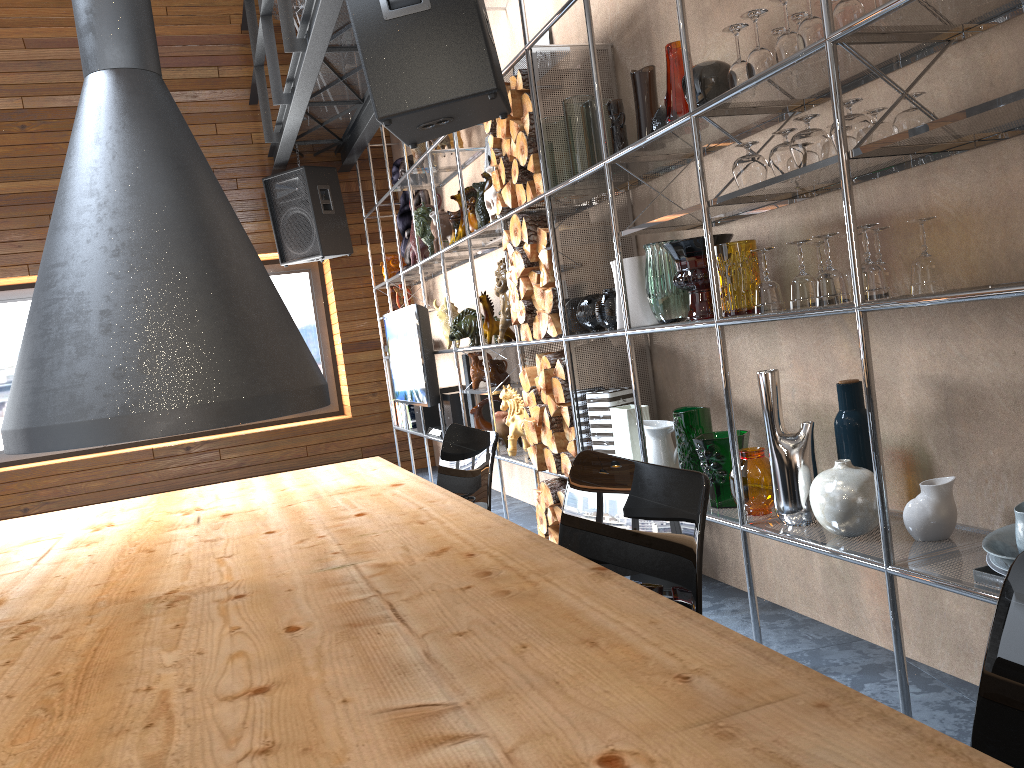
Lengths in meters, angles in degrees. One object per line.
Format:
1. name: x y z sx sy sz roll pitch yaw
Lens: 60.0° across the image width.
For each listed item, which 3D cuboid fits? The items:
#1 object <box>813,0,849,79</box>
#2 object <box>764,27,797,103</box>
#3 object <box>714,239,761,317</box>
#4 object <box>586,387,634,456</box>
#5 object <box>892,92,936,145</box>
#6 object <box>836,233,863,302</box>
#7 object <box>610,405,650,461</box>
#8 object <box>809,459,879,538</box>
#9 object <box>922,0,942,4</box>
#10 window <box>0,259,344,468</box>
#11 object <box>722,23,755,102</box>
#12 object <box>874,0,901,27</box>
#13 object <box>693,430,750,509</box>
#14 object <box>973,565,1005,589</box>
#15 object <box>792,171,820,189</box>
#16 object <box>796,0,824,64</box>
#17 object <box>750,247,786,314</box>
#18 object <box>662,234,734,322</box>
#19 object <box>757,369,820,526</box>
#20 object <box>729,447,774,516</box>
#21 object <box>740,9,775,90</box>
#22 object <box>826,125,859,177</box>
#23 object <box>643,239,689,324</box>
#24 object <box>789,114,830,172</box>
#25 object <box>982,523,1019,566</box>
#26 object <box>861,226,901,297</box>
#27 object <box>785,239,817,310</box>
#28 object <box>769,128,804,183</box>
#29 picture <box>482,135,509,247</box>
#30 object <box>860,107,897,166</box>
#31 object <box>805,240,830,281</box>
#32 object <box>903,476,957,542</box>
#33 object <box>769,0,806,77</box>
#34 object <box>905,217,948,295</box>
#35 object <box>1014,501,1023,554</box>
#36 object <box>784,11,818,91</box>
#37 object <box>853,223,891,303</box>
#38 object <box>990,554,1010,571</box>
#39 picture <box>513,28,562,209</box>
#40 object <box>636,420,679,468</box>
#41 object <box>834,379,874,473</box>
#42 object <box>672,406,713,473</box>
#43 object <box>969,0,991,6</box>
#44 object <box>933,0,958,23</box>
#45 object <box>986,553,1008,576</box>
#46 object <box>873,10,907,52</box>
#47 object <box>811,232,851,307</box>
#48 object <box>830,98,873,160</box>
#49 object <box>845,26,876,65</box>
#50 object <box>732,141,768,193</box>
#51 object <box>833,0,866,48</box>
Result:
1. object: 0.801 -0.865 2.218 0.070 0.184 0.071 -10 4 -42
2. object: 0.732 -0.866 2.411 0.070 0.184 0.071 -10 4 -42
3. object: 0.647 -0.300 2.533 0.120 0.206 0.120 -6 3 29
4. object: 0.399 0.194 3.461 0.140 0.347 0.139 -10 4 -38
5. object: 0.916 -0.594 2.021 0.092 0.124 0.092 -7 3 7
6. object: 0.876 -0.297 2.274 0.081 0.170 0.081 -9 3 -22
7. object: 0.449 0.226 3.276 0.092 0.287 0.148 -9 3 -18
8. object: 0.837 0.284 2.214 0.177 0.188 0.177 -6 3 23
9. object: 0.810 -0.842 1.723 0.060 0.191 0.060 -7 3 7
10. window: -4.323 -0.013 6.930 5.936 1.522 0.101 -9 3 -18
11. object: 0.599 -0.844 2.332 0.070 0.184 0.071 -10 4 -42
12. object: 0.772 -0.843 1.836 0.060 0.191 0.060 -7 3 7
13. object: 0.658 0.264 2.730 0.157 0.219 0.161 -6 3 28
14. object: 1.031 0.369 1.708 0.184 0.024 0.184 -9 3 -18
15. object: 0.790 -0.597 2.398 0.092 0.124 0.092 -7 3 7
16. object: 0.689 -0.840 2.046 0.070 0.184 0.071 -10 4 -42
17. object: 0.679 -0.276 2.368 0.081 0.170 0.081 -7 3 7
18. object: 0.584 -0.321 2.718 0.218 0.243 0.216 -9 3 -28
19. object: 0.758 0.168 2.401 0.129 0.420 0.129 -8 3 -15
20. object: 0.705 0.282 2.572 0.145 0.188 0.145 -9 3 -27
21. object: 0.623 -0.842 2.240 0.070 0.184 0.071 -10 4 -42
22. object: 0.838 -0.596 2.254 0.092 0.124 0.092 -7 3 7
23. object: 0.509 -0.330 2.900 0.144 0.264 0.142 -7 3 12
24. object: 0.707 -0.570 2.106 0.092 0.124 0.092 -7 3 7
25. object: 1.026 0.319 1.704 0.215 0.080 0.217 -8 3 -10
26. object: 0.897 -0.294 2.165 0.081 0.170 0.081 -9 3 -22
27. object: 0.735 -0.276 2.244 0.081 0.170 0.081 -9 3 -22
28. object: 0.697 -0.576 2.242 0.092 0.124 0.092 -7 3 7
29. picture: -0.067 -1.113 4.898 0.136 0.625 0.544 -9 3 -18
30. object: 0.878 -0.595 2.135 0.092 0.124 0.092 -7 3 7
31. object: 0.833 -0.297 2.390 0.081 0.170 0.081 -7 3 7
32. object: 0.985 0.294 2.089 0.100 0.142 0.102 -10 4 -39
33. object: 0.666 -0.842 2.139 0.070 0.184 0.071 -10 4 -42
34. object: 0.949 -0.294 2.040 0.081 0.170 0.081 -7 3 7
35. object: 1.025 0.285 1.703 0.101 0.136 0.098 -10 4 -35
36. object: 0.753 -0.863 2.307 0.070 0.184 0.071 -10 4 -42
37. object: 0.803 -0.272 2.001 0.081 0.170 0.081 -7 3 7
38. object: 1.063 0.330 1.716 0.246 0.052 0.249 -8 3 -10
39. picture: 0.123 -1.231 4.363 0.090 0.863 0.529 -9 3 -18
40. object: 0.533 0.247 3.100 0.171 0.245 0.146 -7 3 12
41. object: 0.914 0.174 2.350 0.099 0.372 0.099 -6 3 30
42. object: 0.602 0.223 2.903 0.125 0.295 0.130 -7 3 6
43. object: 0.931 -0.861 1.775 0.060 0.191 0.060 -7 3 7
44. object: 0.902 -0.862 1.860 0.060 0.191 0.060 -7 3 7
45. object: 1.091 0.330 1.716 0.308 0.058 0.311 -8 3 -10
46. object: 0.861 -0.862 2.029 0.070 0.184 0.071 -10 4 -42
47. object: 0.765 -0.275 2.138 0.081 0.170 0.081 -9 3 -22
48. object: 0.765 -0.572 1.998 0.092 0.124 0.092 -7 3 7
49. object: 0.824 -0.862 2.115 0.070 0.184 0.071 -10 4 -42
50. object: 0.631 -0.573 2.351 0.092 0.124 0.092 -7 3 7
51. object: 0.737 -0.842 1.953 0.070 0.184 0.071 -10 4 -42
